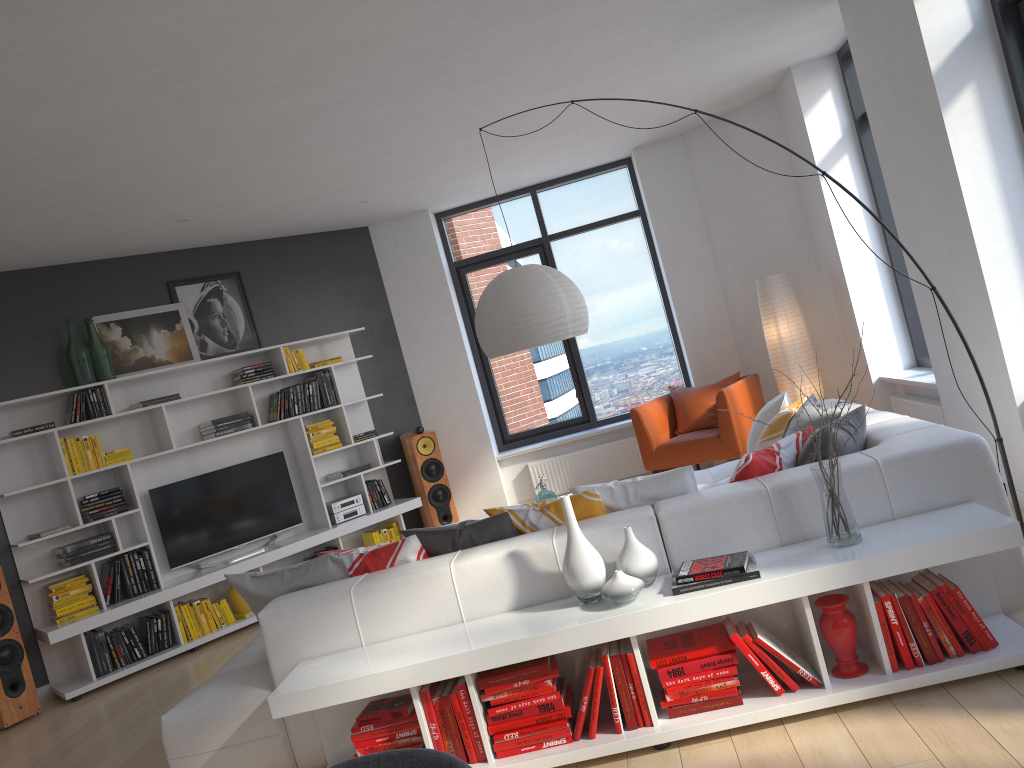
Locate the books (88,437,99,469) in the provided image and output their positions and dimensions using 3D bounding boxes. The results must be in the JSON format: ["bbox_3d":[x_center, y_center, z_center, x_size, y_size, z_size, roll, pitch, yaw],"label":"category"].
[{"bbox_3d":[-3.038,0.504,6.393,0.023,0.239,0.169,-16,2,-39],"label":"books"}]

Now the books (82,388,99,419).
[{"bbox_3d":[-3.059,0.151,6.433,0.025,0.232,0.176,-16,2,-39],"label":"books"}]

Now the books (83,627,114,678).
[{"bbox_3d":[-2.891,1.855,6.142,0.128,0.321,0.259,-16,2,-39],"label":"books"}]

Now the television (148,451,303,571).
[{"bbox_3d":[-2.219,1.014,6.986,1.102,0.704,0.207,-16,2,-39],"label":"television"}]

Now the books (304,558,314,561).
[{"bbox_3d":[-1.639,1.533,7.173,0.104,0.234,0.182,-16,2,-39],"label":"books"}]

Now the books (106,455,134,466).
[{"bbox_3d":[-2.884,0.567,6.484,0.190,0.033,0.147,-16,2,-39],"label":"books"}]

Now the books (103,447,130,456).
[{"bbox_3d":[-2.912,0.499,6.490,0.186,0.026,0.138,-16,2,-39],"label":"books"}]

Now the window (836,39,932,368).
[{"bbox_3d":[2.721,-1.274,5.912,0.170,2.402,1.310,-15,1,6],"label":"window"}]

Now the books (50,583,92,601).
[{"bbox_3d":[-3.088,1.454,6.204,0.250,0.035,0.185,-16,2,-36],"label":"books"}]

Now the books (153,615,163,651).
[{"bbox_3d":[-2.566,1.796,6.394,0.071,0.243,0.179,-16,2,-40],"label":"books"}]

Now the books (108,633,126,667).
[{"bbox_3d":[-2.785,1.864,6.213,0.053,0.240,0.189,-16,2,-39],"label":"books"}]

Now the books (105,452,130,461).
[{"bbox_3d":[-2.888,0.530,6.468,0.169,0.018,0.113,-16,2,-38],"label":"books"}]

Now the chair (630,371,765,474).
[{"bbox_3d":[1.627,0.403,7.376,0.896,0.858,0.843,-14,2,38],"label":"chair"}]

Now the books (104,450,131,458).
[{"bbox_3d":[-2.896,0.516,6.483,0.187,0.014,0.134,-16,2,-39],"label":"books"}]

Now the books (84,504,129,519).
[{"bbox_3d":[-2.921,0.919,6.385,0.270,0.025,0.189,-16,2,-40],"label":"books"}]

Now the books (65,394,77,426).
[{"bbox_3d":[-3.157,0.188,6.349,0.096,0.213,0.166,-16,2,-41],"label":"books"}]

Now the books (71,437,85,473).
[{"bbox_3d":[-3.114,0.516,6.335,0.015,0.263,0.199,-16,2,-39],"label":"books"}]

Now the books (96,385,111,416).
[{"bbox_3d":[-2.991,0.132,6.475,0.019,0.230,0.174,-16,2,-39],"label":"books"}]

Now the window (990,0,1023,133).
[{"bbox_3d":[2.499,-1.158,3.624,0.170,2.402,1.310,-15,1,6],"label":"window"}]

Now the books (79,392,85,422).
[{"bbox_3d":[-3.107,0.175,6.382,0.074,0.212,0.154,-16,2,-40],"label":"books"}]

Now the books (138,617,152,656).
[{"bbox_3d":[-2.631,1.807,6.361,0.066,0.260,0.197,-16,2,-39],"label":"books"}]

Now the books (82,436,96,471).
[{"bbox_3d":[-3.060,0.505,6.373,0.035,0.250,0.185,-16,2,-39],"label":"books"}]

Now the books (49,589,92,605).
[{"bbox_3d":[-3.091,1.483,6.200,0.251,0.019,0.180,-16,2,-39],"label":"books"}]

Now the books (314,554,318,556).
[{"bbox_3d":[-1.552,1.505,7.218,0.069,0.242,0.172,-16,2,-38],"label":"books"}]

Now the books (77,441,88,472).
[{"bbox_3d":[-3.083,0.525,6.330,0.024,0.229,0.156,-16,2,-39],"label":"books"}]

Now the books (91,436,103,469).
[{"bbox_3d":[-3.017,0.501,6.405,0.024,0.234,0.172,-16,2,-39],"label":"books"}]

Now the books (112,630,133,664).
[{"bbox_3d":[-2.743,1.849,6.231,0.050,0.242,0.169,-16,2,-39],"label":"books"}]

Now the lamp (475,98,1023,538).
[{"bbox_3d":[1.148,-0.305,3.851,3.199,2.647,0.710,-14,2,42],"label":"lamp"}]

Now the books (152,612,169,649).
[{"bbox_3d":[-2.545,1.787,6.427,0.084,0.249,0.191,-16,2,-39],"label":"books"}]

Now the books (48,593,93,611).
[{"bbox_3d":[-3.084,1.522,6.201,0.263,0.015,0.198,-16,2,-36],"label":"books"}]

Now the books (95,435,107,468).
[{"bbox_3d":[-3.000,0.496,6.425,0.024,0.234,0.172,-16,2,-39],"label":"books"}]

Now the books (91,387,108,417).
[{"bbox_3d":[-3.014,0.145,6.464,0.038,0.218,0.169,-16,2,-39],"label":"books"}]

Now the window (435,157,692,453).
[{"bbox_3d":[0.506,-0.743,8.594,1.960,2.402,0.170,-15,1,6],"label":"window"}]

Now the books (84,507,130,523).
[{"bbox_3d":[-2.914,0.943,6.384,0.263,0.026,0.189,-16,2,-41],"label":"books"}]

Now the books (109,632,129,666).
[{"bbox_3d":[-2.763,1.858,6.223,0.049,0.236,0.170,-16,2,-38],"label":"books"}]

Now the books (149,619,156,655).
[{"bbox_3d":[-2.595,1.808,6.353,0.069,0.242,0.172,-16,2,-38],"label":"books"}]

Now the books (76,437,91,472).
[{"bbox_3d":[-3.082,0.511,6.357,0.019,0.251,0.180,-16,2,-39],"label":"books"}]

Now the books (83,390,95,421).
[{"bbox_3d":[-3.072,0.162,6.413,0.021,0.221,0.156,-16,2,-39],"label":"books"}]

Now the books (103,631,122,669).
[{"bbox_3d":[-2.816,1.856,6.195,0.053,0.268,0.202,-16,2,-39],"label":"books"}]

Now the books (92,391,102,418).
[{"bbox_3d":[-3.033,0.159,6.445,0.021,0.200,0.147,-16,2,-39],"label":"books"}]

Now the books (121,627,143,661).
[{"bbox_3d":[-2.701,1.837,6.270,0.066,0.242,0.177,-16,2,-39],"label":"books"}]

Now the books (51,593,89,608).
[{"bbox_3d":[-3.084,1.503,6.178,0.228,0.024,0.152,-16,2,-35],"label":"books"}]

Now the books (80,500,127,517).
[{"bbox_3d":[-2.945,0.896,6.395,0.266,0.030,0.209,-16,2,-40],"label":"books"}]

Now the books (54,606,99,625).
[{"bbox_3d":[-3.040,1.605,6.184,0.270,0.029,0.204,-16,2,-34],"label":"books"}]

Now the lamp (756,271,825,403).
[{"bbox_3d":[2.368,-0.143,6.994,0.502,1.550,0.804,-16,2,-34],"label":"lamp"}]

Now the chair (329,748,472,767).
[{"bbox_3d":[-0.143,1.017,1.080,0.655,0.891,0.619,-15,1,13],"label":"chair"}]

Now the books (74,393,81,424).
[{"bbox_3d":[-3.136,0.183,6.374,0.087,0.214,0.171,-16,2,-39],"label":"books"}]

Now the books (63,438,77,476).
[{"bbox_3d":[-3.160,0.524,6.288,0.025,0.270,0.213,-16,2,-39],"label":"books"}]

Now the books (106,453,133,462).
[{"bbox_3d":[-2.892,0.545,6.487,0.196,0.011,0.148,-16,2,-39],"label":"books"}]

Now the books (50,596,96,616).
[{"bbox_3d":[-3.066,1.548,6.192,0.255,0.044,0.198,-16,2,-39],"label":"books"}]

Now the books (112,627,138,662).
[{"bbox_3d":[-2.729,1.839,6.257,0.066,0.255,0.193,-16,2,-39],"label":"books"}]

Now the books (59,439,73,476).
[{"bbox_3d":[-3.175,0.528,6.264,0.029,0.270,0.204,-16,2,-39],"label":"books"}]

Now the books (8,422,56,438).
[{"bbox_3d":[-3.336,0.327,6.162,0.268,0.046,0.208,-16,2,-35],"label":"books"}]

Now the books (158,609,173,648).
[{"bbox_3d":[-2.521,1.775,6.449,0.066,0.260,0.197,-16,2,-39],"label":"books"}]

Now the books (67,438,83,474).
[{"bbox_3d":[-3.135,0.524,6.314,0.044,0.255,0.198,-16,2,-39],"label":"books"}]

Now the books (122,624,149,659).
[{"bbox_3d":[-2.678,1.826,6.295,0.083,0.249,0.191,-16,2,-39],"label":"books"}]

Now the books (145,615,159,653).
[{"bbox_3d":[-2.594,1.799,6.388,0.075,0.254,0.192,-16,2,-40],"label":"books"}]
